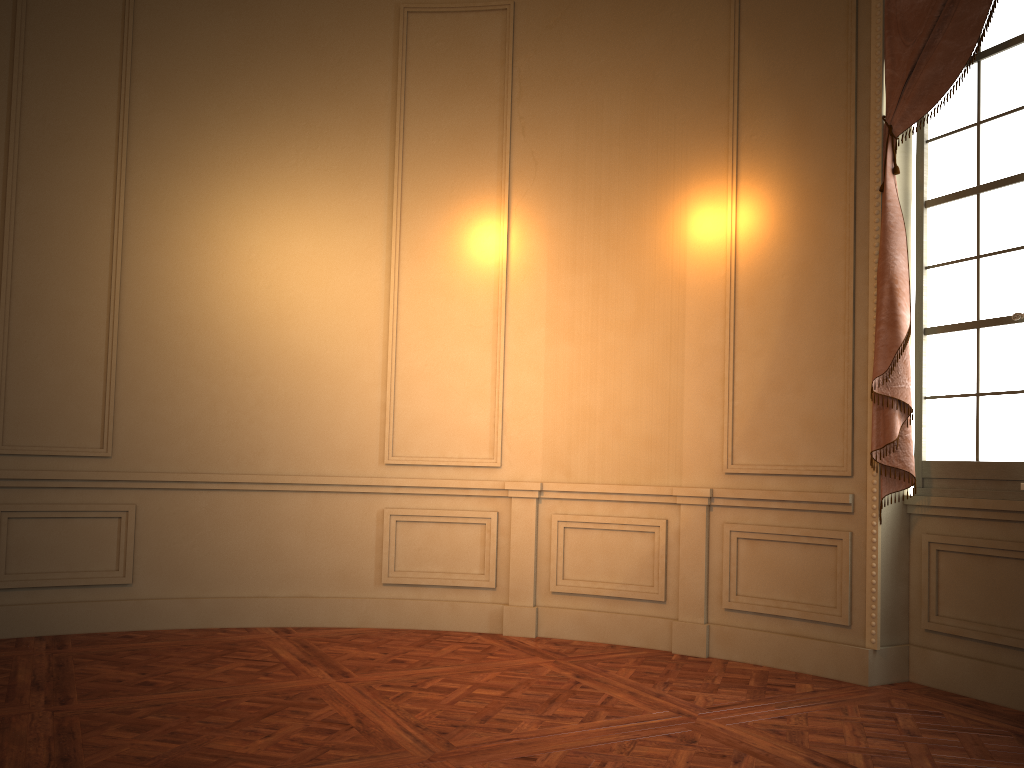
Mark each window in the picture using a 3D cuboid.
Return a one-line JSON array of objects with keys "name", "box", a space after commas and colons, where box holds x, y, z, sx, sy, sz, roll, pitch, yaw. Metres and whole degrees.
[{"name": "window", "box": [2.239, -0.924, 3.753, 0.156, 2.833, 1.285, 3, -3, -27]}]

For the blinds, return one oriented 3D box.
[{"name": "blinds", "box": [2.037, -0.874, 3.630, 0.291, 2.973, 1.308, 3, -3, -28]}]
